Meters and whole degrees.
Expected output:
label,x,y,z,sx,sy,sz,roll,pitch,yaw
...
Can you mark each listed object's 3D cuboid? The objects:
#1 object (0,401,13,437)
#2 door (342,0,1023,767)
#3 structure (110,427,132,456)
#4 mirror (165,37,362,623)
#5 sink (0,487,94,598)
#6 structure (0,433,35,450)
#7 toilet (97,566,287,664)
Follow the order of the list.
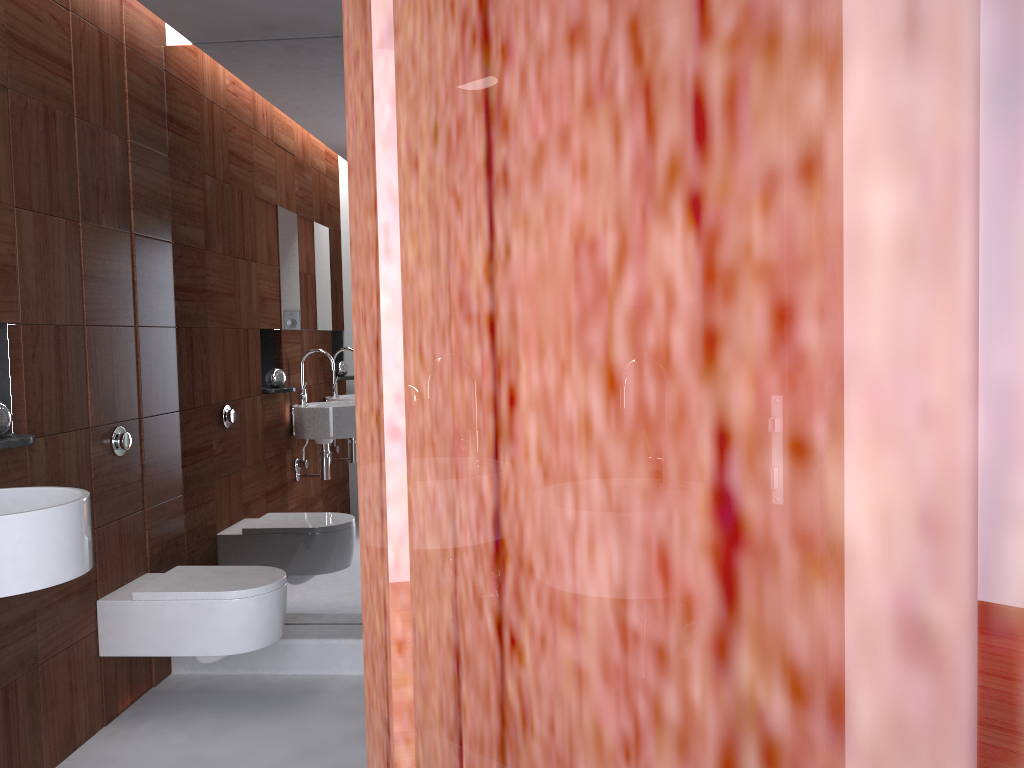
label,x,y,z,sx,sy,sz,roll,pitch,yaw
object,-1.383,0.124,1.653,0.104,0.104,1.350,-1,3,4
door,0.018,0.166,0.291,0.095,1.780,0.708,-2,3,-20
structure,-1.281,0.188,2.917,0.034,0.098,0.098,-1,3,4
mirror,-0.550,-0.182,3.312,1.433,2.183,0.019,-1,3,4
sink,-1.160,0.319,1.961,0.417,0.715,0.415,-1,3,4
structure,-1.351,0.150,2.279,0.222,0.023,0.220,-2,3,-6
toilet,-1.013,0.780,2.922,0.547,0.284,0.329,-1,3,4
